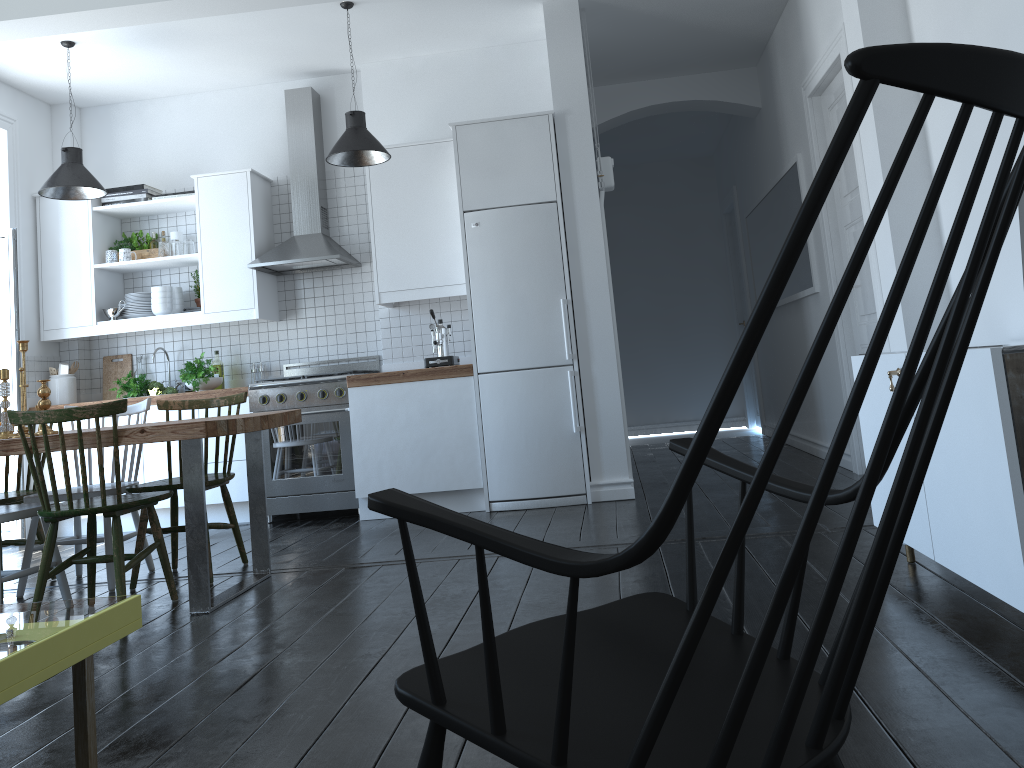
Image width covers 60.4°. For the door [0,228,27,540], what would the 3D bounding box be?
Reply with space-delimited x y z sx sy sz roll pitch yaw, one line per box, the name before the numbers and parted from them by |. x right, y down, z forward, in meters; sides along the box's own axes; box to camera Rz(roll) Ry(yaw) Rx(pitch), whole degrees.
door | -3.487 0.004 5.750 0.586 2.051 0.103 -5 -6 0

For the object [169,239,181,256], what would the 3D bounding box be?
object | -2.351 -0.943 6.138 0.085 0.121 0.086 -8 -5 29

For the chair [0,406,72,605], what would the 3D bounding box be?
chair | -2.080 0.524 3.417 0.465 0.852 0.505 -6 -5 6

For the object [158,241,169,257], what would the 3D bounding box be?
object | -2.434 -0.935 6.162 0.085 0.121 0.086 -8 -5 29

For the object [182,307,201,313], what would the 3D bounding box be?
object | -2.215 -0.510 6.173 0.246 0.043 0.275 -5 0 -1

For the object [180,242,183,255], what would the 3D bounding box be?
object | -2.342 -0.944 6.228 0.086 0.121 0.085 -3 -5 -25

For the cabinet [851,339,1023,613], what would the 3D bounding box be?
cabinet | 1.467 0.247 2.587 0.589 0.743 1.193 -6 -2 6

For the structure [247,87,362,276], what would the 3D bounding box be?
structure | -1.478 -1.459 6.156 0.632 1.320 0.523 -6 -6 6

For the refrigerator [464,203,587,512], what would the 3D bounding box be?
refrigerator | 0.105 -0.178 5.566 0.575 1.824 0.674 -6 -6 6

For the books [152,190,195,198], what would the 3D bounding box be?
books | -2.364 -1.342 6.343 0.340 0.016 0.273 -5 0 7

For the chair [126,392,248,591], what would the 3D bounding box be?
chair | -1.516 0.475 4.142 0.467 0.837 0.481 -6 -5 5

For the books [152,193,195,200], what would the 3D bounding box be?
books | -2.361 -1.315 6.331 0.349 0.038 0.259 -5 0 5

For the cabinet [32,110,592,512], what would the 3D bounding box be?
cabinet | -1.426 -0.324 5.906 3.781 2.402 0.772 -6 -6 10

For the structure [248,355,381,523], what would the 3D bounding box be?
structure | -1.276 0.345 5.855 0.699 1.032 0.716 -6 -4 6

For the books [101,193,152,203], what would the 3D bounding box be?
books | -2.742 -1.321 6.368 0.328 0.031 0.258 -5 0 4

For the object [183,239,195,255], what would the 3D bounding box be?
object | -2.269 -0.951 6.184 0.086 0.121 0.085 -3 -5 -25

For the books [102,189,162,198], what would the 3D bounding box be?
books | -2.733 -1.353 6.382 0.350 0.031 0.286 -5 0 6

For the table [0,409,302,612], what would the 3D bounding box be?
table | -2.136 0.590 3.807 2.223 0.725 1.011 -5 -2 6

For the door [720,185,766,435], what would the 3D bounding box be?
door | 2.441 -0.757 9.184 0.116 2.505 1.061 -6 -5 6

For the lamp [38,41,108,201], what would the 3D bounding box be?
lamp | -3.796 -0.766 5.528 2.697 2.542 0.487 -6 -6 6

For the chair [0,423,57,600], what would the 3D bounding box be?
chair | -2.481 0.565 4.218 0.467 0.837 0.481 -6 -5 5

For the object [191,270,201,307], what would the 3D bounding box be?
object | -2.205 -0.674 6.322 0.163 0.370 0.171 -10 -7 43

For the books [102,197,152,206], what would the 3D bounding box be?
books | -2.727 -1.284 6.372 0.350 0.044 0.258 -5 0 8

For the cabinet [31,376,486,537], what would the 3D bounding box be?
cabinet | -1.665 0.485 5.878 3.172 0.825 0.725 -5 -3 14

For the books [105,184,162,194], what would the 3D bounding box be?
books | -2.749 -1.386 6.383 0.325 0.038 0.257 -5 0 8

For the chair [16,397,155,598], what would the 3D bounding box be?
chair | -2.001 0.512 4.208 0.465 0.852 0.505 -6 -5 6

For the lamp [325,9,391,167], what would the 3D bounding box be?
lamp | -0.952 -1.801 5.266 0.384 0.951 0.383 -7 -6 15

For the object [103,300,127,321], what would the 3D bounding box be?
object | -2.767 -0.505 6.131 0.209 0.136 0.101 -6 -4 18

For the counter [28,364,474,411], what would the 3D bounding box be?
counter | -1.719 0.052 5.870 3.094 0.074 0.841 -5 0 6

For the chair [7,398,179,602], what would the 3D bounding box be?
chair | -1.599 0.486 3.405 0.467 0.837 0.481 -6 -5 5

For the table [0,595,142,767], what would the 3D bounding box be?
table | -1.461 0.698 1.542 1.398 0.404 0.596 -5 -2 6

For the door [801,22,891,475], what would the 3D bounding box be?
door | 1.983 -0.693 5.041 0.116 2.505 1.031 -6 -5 6

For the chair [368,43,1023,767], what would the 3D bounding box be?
chair | 0.227 0.237 1.064 0.613 1.017 0.896 -2 -5 -39
